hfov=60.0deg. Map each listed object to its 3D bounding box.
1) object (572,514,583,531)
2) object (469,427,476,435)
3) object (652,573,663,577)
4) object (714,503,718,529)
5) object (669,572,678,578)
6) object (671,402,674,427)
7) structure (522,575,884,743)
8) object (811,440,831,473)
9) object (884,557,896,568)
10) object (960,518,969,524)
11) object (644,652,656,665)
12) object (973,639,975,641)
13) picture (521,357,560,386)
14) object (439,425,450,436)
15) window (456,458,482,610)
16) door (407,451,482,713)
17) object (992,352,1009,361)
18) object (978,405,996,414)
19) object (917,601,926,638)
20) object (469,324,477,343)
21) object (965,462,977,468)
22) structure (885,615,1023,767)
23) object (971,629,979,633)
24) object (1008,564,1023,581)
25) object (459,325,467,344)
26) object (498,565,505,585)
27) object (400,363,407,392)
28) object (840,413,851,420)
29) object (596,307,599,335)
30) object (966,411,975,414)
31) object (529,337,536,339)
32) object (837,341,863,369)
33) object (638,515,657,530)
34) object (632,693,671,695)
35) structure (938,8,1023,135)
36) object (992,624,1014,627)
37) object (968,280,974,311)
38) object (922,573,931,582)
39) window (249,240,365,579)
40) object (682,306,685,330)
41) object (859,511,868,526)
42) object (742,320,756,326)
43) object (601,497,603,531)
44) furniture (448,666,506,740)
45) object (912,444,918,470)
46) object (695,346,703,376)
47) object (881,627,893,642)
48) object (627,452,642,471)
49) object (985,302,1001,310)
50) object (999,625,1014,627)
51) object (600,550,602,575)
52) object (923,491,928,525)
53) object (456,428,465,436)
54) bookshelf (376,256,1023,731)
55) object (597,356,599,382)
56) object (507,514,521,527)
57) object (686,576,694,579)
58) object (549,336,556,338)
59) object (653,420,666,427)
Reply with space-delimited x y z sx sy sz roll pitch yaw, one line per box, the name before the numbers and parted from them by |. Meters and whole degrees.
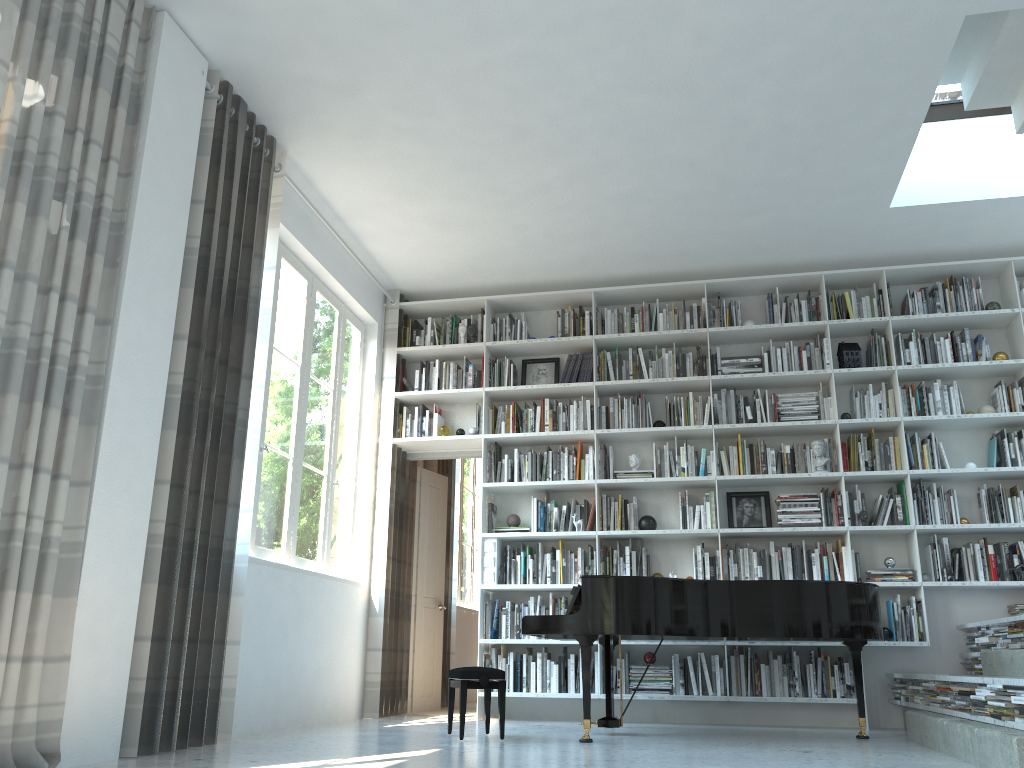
object | 0.467 0.993 6.343 0.081 0.139 0.044 2 -17 -4
object | -0.299 0.368 6.837 0.071 0.072 0.072 4 -17 -10
object | 1.028 1.380 6.259 0.091 0.091 0.091 4 -17 -10
object | 1.457 0.959 6.326 0.017 0.215 0.104 -3 -17 12
object | 1.131 1.354 6.174 0.060 0.094 0.078 -9 -19 28
object | 1.196 0.263 6.586 0.010 0.224 0.143 -3 -17 12
structure | 1.124 1.549 4.997 1.918 0.830 1.339 -3 -18 12
object | 2.130 0.512 6.143 0.137 0.243 0.138 8 -18 -21
object | 2.509 1.186 5.890 0.071 0.072 0.072 10 -19 -28
object | 3.024 0.932 5.943 0.071 0.072 0.072 10 -19 -28
object | 0.948 1.885 6.093 0.086 0.087 0.086 4 -17 -10
object | 3.050 1.635 5.677 0.135 0.011 0.222 -4 -18 15
picture | 0.222 -0.063 6.945 0.300 0.298 0.078 -3 -17 12
object | -0.522 0.364 6.857 0.087 0.087 0.087 10 -19 -28
window | -0.536 1.373 9.467 0.073 2.002 1.989 -3 -18 12
door | -0.483 1.602 7.130 0.834 1.974 0.789 -3 -17 12
object | 3.376 -0.173 6.128 0.100 0.101 0.101 4 -17 -10
object | 3.278 0.201 6.122 0.111 0.112 0.112 4 -17 -10
object | 2.662 1.546 5.767 0.011 0.259 0.142 -3 -17 12
object | -0.308 -0.377 6.951 0.068 0.197 0.067 12 -20 -34
object | 3.105 0.566 6.000 0.071 0.072 0.072 10 -19 -28
structure | 3.463 1.419 4.191 2.899 0.657 3.123 -3 -18 12
object | 3.055 1.585 5.691 0.131 0.024 0.291 -4 -18 13
object | 3.249 1.203 5.647 0.160 0.113 0.065 1 -17 0
object | -0.387 -0.373 6.967 0.068 0.197 0.067 12 -20 -34
object | -0.078 1.375 6.368 0.045 0.146 0.045 14 -21 -37
object | -0.878 -0.015 7.108 0.035 0.294 0.177 -3 -17 12
object | 2.341 0.236 6.218 0.071 0.072 0.072 10 -19 -28
object | 0.672 -0.437 6.911 0.012 0.284 0.160 -3 -17 12
object | 3.161 0.221 6.117 0.068 0.068 0.068 4 -17 -10
object | 0.161 -0.325 6.950 0.082 0.083 0.083 4 -17 -10
object | 2.421 -0.188 6.361 0.135 0.247 0.136 0 -17 2
object | 0.975 1.011 6.373 0.134 0.135 0.134 10 -19 -28
object | 0.955 2.116 6.059 0.254 0.007 0.161 -4 -18 14
structure | 3.537 -0.317 4.297 2.614 3.370 1.961 -3 -17 12
object | 2.916 1.399 5.141 0.159 0.007 0.286 -2 -18 9
object | 3.288 -0.584 6.372 0.006 0.296 0.130 -3 -17 12
object | 2.745 1.294 5.890 0.071 0.072 0.072 10 -19 -28
window | -1.357 0.194 5.753 0.073 2.002 1.989 -3 -18 12
object | 1.311 -0.454 6.771 0.010 0.246 0.157 -3 -17 12
object | 2.359 0.904 5.946 0.054 0.113 0.079 -3 -17 10
object | 1.769 -0.424 6.612 0.105 0.105 0.105 4 -17 -10
object | 0.670 0.974 6.492 0.012 0.269 0.131 -3 -17 12
furniture | -0.193 1.683 4.704 0.240 0.352 0.468 4 -18 -12
object | 2.778 0.535 6.139 0.013 0.207 0.140 -3 -17 12
object | 1.379 -0.155 6.511 0.075 0.254 0.075 3 -17 -9
object | 2.421 1.627 5.759 0.094 0.094 0.094 10 -19 -28
object | 0.903 0.580 6.543 0.095 0.156 0.121 -7 -19 25
object | 3.378 -0.527 6.229 0.104 0.105 0.104 10 -19 -28
object | 2.930 1.404 5.136 0.144 0.005 0.258 -3 -18 12
object | 0.652 1.328 6.374 0.012 0.253 0.161 -3 -17 12
object | 2.804 0.862 6.051 0.007 0.265 0.135 -3 -17 12
object | -0.399 0.380 6.877 0.071 0.072 0.072 4 -17 -10
bookshelf | 2.066 0.740 6.168 6.297 3.131 0.331 -3 -17 12
object | 0.668 -0.073 6.799 0.012 0.253 0.161 -3 -17 12
object | 0.012 1.020 6.585 0.105 0.106 0.105 4 -17 -10
object | 1.238 1.370 6.170 0.061 0.062 0.061 10 -19 -28
object | 0.315 -0.333 6.918 0.082 0.083 0.083 4 -17 -10
object | 1.087 0.316 6.540 0.097 0.098 0.097 10 -19 -28
